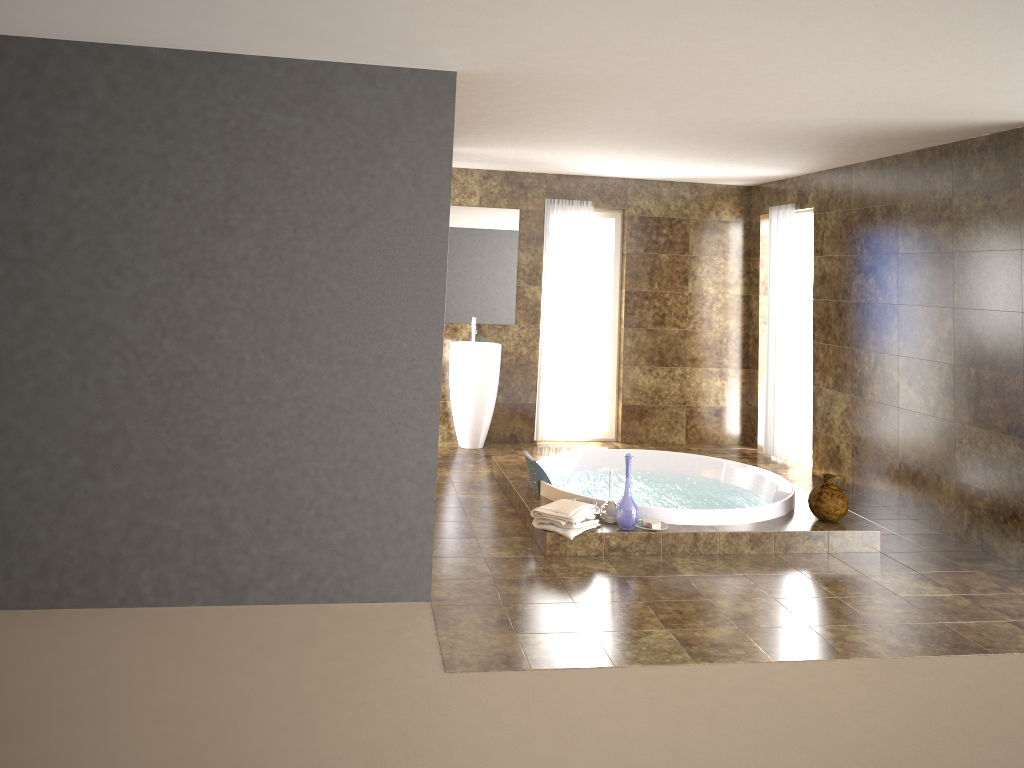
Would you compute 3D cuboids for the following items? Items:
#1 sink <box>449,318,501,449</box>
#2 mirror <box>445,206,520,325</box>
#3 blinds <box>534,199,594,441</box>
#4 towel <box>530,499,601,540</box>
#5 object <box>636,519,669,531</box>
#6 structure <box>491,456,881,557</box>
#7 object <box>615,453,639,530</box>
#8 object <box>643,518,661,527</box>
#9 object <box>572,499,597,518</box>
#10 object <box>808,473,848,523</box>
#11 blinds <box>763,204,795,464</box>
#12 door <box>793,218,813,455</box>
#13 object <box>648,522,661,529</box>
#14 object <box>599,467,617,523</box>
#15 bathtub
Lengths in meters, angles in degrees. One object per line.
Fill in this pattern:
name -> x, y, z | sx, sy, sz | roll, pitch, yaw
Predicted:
sink -> -0.336, -0.014, 7.680 | 0.458, 1.144, 0.431 | 3, -4, -7
mirror -> -0.330, -1.103, 8.011 | 0.766, 1.100, 0.008 | 3, -6, -9
blinds -> 0.504, -0.611, 8.072 | 0.518, 2.281, 0.066 | 3, -6, -10
towel -> 0.300, 0.746, 4.877 | 0.341, 0.151, 0.320 | 6, 6, 35
object -> 0.792, 0.807, 4.909 | 0.189, 0.018, 0.191 | 0, 7, -21
structure -> 0.998, 0.770, 5.861 | 2.001, 0.124, 2.011 | 1, 7, -10
object -> 0.656, 0.604, 4.901 | 0.136, 0.423, 0.134 | 3, -5, -2
object -> 0.794, 0.790, 4.922 | 0.101, 0.032, 0.061 | 3, 4, 5
object -> 0.417, 0.738, 5.105 | 0.169, 0.076, 0.170 | 0, 6, -28
object -> 1.915, 0.687, 5.236 | 0.228, 0.277, 0.230 | 3, -1, -38
blinds -> 2.387, -0.484, 7.732 | 0.069, 2.293, 0.477 | 3, -5, -10
door -> 2.960, -0.444, 8.012 | 0.962, 2.243, 0.039 | 1, -6, 24
object -> 0.799, 0.795, 4.852 | 0.053, 0.034, 0.073 | 2, 5, -9
object -> 0.574, 0.640, 5.021 | 0.130, 0.310, 0.128 | 3, -4, -2
bathtub -> 0.997, 0.762, 5.860 | 1.756, 0.525, 1.747 | 5, 6, 21
